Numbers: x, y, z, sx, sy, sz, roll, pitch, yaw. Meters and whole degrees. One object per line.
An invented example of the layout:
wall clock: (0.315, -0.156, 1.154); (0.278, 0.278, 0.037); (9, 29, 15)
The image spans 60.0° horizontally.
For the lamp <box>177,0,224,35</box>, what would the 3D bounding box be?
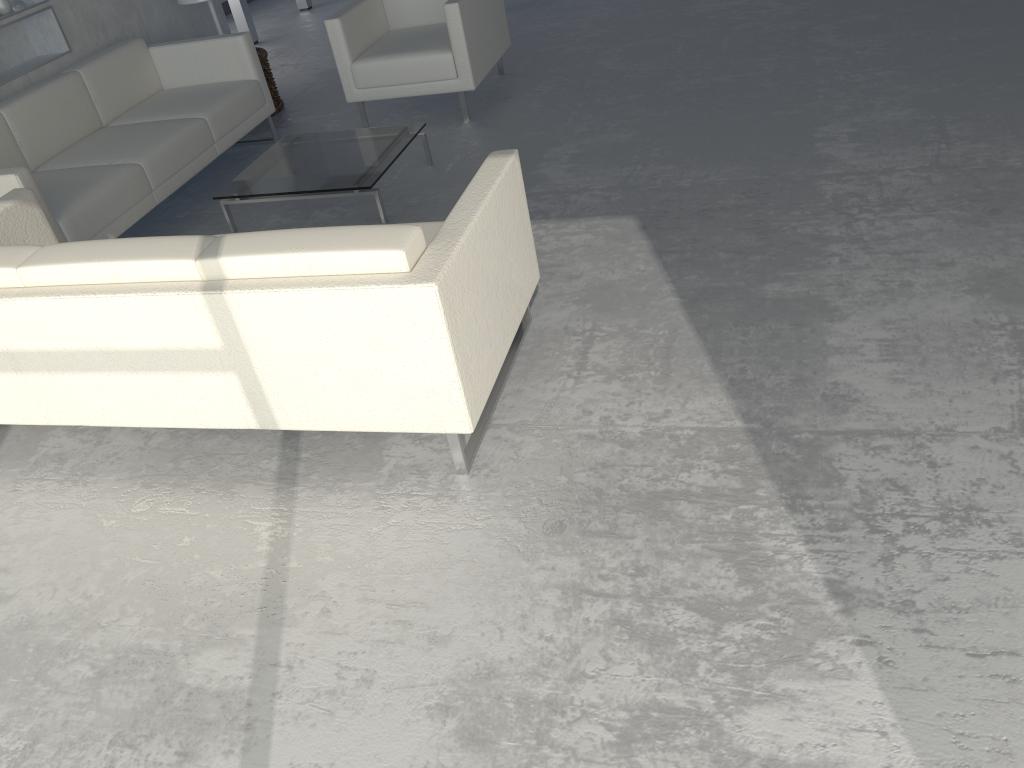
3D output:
lamp: (-1.767, -2.208, 5.233); (0.347, 0.582, 0.347); (-18, 35, -9)

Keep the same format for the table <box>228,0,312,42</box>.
table: (-1.147, -3.477, 7.203); (2.095, 0.835, 1.180); (0, 36, 17)

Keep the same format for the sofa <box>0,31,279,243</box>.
sofa: (-1.957, -1.128, 4.295); (0.821, 0.658, 1.881); (0, 36, 17)

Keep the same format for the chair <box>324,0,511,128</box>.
chair: (-0.487, -1.910, 4.956); (0.748, 0.662, 0.821); (0, 36, 17)

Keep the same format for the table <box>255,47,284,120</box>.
table: (-1.686, -1.838, 5.495); (0.452, 0.358, 0.452); (-14, 35, -3)

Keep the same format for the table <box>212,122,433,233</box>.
table: (-0.850, -0.961, 4.133); (0.773, 0.190, 0.730); (0, 36, 17)

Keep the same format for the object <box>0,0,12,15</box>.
object: (-2.513, -1.882, 4.344); (0.079, 0.130, 0.079); (-1, 36, 16)

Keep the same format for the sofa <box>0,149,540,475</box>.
sofa: (-0.929, -0.258, 2.741); (1.881, 0.658, 0.821); (0, 36, 17)

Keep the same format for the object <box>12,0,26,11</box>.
object: (-2.442, -1.877, 4.386); (0.064, 0.050, 0.064); (4, 38, 22)
